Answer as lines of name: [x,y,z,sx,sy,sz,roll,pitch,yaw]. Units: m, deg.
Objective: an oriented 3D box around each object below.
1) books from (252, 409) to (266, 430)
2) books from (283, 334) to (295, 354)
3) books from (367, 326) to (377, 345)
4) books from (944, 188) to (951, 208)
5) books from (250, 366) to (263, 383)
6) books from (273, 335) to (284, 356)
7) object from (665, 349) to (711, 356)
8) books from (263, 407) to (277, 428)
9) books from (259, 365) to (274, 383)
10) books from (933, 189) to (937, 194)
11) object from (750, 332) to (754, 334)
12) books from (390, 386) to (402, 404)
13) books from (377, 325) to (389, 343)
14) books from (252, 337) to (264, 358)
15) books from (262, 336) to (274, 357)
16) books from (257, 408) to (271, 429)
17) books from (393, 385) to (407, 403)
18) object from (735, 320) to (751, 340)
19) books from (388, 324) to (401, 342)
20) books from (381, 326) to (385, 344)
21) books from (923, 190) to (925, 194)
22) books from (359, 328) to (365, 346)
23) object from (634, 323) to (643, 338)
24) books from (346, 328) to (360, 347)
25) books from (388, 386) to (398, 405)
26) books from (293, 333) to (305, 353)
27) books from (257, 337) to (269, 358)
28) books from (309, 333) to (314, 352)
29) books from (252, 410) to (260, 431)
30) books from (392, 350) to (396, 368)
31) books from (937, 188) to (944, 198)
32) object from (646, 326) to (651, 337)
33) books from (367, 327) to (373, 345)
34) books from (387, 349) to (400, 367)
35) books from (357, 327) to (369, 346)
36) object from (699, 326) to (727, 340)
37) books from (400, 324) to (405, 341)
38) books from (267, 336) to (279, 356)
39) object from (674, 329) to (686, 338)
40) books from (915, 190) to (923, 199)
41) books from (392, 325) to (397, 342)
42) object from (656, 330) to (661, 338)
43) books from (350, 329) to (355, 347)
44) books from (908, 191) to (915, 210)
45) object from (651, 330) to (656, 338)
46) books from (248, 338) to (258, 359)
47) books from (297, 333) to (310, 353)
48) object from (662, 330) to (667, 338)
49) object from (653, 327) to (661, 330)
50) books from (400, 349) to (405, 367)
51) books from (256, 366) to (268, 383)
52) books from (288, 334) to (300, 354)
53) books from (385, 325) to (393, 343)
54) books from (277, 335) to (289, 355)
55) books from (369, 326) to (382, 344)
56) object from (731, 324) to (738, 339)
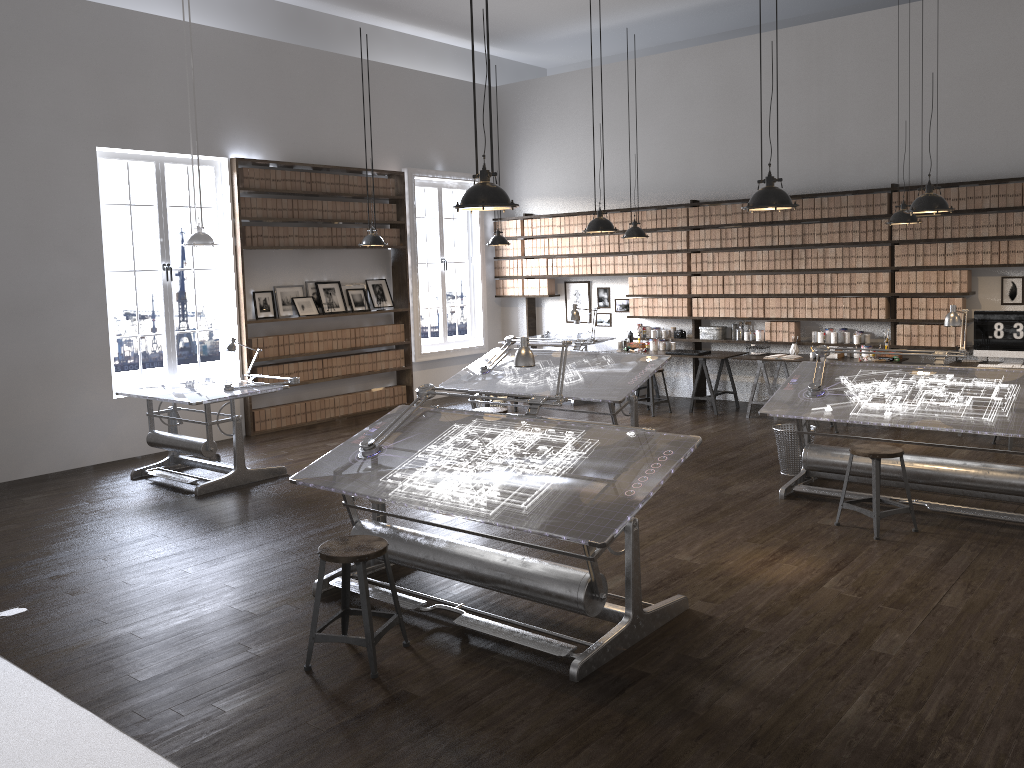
books: [-2.836,0.398,9.899,0.175,0.225,0.067,3,7,39]
books: [-2.580,-0.454,10.173,0.174,0.225,0.067,3,7,39]
books: [-1.782,-0.609,11.152,0.175,0.225,0.067,3,7,39]
books: [4.415,-1.857,8.927,0.067,0.224,0.175,2,7,39]
books: [-2.853,-0.079,9.850,0.175,0.225,0.067,3,7,39]
books: [-2.671,-0.436,10.060,0.175,0.225,0.067,3,7,39]
object: [2.064,-0.368,10.378,0.446,0.033,0.313,4,10,39]
books: [-2.744,0.381,10.007,0.175,0.224,0.067,3,7,39]
books: [-2.764,-0.097,9.963,0.174,0.225,0.067,3,7,39]
books: [4.312,-1.865,9.013,0.067,0.225,0.175,2,7,39]
object: [2.835,-0.565,10.432,0.062,0.093,0.063,-2,6,1]
books: [-1.513,0.142,11.512,0.175,0.224,0.067,3,7,39]
books: [-1.655,-0.633,11.302,0.175,0.224,0.067,3,7,39]
books: [-2.844,-0.402,9.848,0.175,0.225,0.067,3,7,39]
books: [-2.762,-0.419,9.955,0.175,0.224,0.067,3,7,39]
books: [-2.789,0.390,9.950,0.175,0.225,0.067,3,7,39]
books: [-1.463,0.133,11.569,0.175,0.224,0.067,3,7,39]
object: [2.729,-0.658,10.488,0.181,0.271,0.157,1,6,24]
books: [-1.527,-0.658,11.464,0.174,0.225,0.067,3,7,39]
books: [-1.696,-0.625,11.255,0.175,0.224,0.067,3,7,39]
books: [4.257,-1.869,9.058,0.067,0.225,0.175,2,7,39]
books: [-1.917,-0.583,10.988,0.175,0.225,0.067,3,7,39]
object: [1.617,-0.682,11.306,0.107,0.176,0.108,3,7,41]
books: [-1.960,-0.574,10.927,0.175,0.225,0.067,3,7,39]
books: [-1.556,0.151,11.451,0.175,0.225,0.067,3,7,39]
books: [-2.493,-0.471,10.285,0.175,0.225,0.067,3,7,39]
books: [-2.799,-0.411,9.903,0.175,0.225,0.067,3,7,39]
books: [-2.407,-0.488,10.388,0.175,0.224,0.067,3,7,39]
books: [-2.882,0.406,9.846,0.174,0.225,0.067,3,7,39]
books: [-1.577,-0.327,11.414,0.175,0.225,0.067,3,7,39]
books: [4.360,-1.860,8.966,0.067,0.225,0.175,2,7,39]
object: [1.745,-0.668,11.299,0.070,0.130,0.070,-3,5,-12]
books: [-1.826,-0.600,11.097,0.174,0.225,0.067,3,7,39]
books: [-1.532,-0.336,11.469,0.174,0.225,0.067,3,7,39]
books: [-1.868,-0.591,11.040,0.174,0.225,0.067,3,7,39]
object: [2.434,-0.620,10.723,0.317,0.152,0.193,4,9,39]
books: [-1.481,-0.666,11.509,0.175,0.225,0.067,3,7,39]
books: [-2.722,-0.427,10.007,0.175,0.224,0.067,3,7,39]
object: [2.071,-0.620,10.972,0.171,0.108,0.091,4,8,39]
books: [4.200,-1.872,9.100,0.067,0.225,0.175,2,7,39]
books: [-1.570,-0.650,11.409,0.175,0.225,0.067,3,7,39]
object: [1.848,-0.627,11.144,0.062,0.093,0.063,1,6,25]
books: [-2.011,-0.565,10.874,0.175,0.224,0.067,3,7,39]
books: [4.148,-1.877,9.148,0.067,0.225,0.175,2,7,39]
object: [1.785,-0.630,11.176,0.062,0.094,0.062,1,6,25]
books: [-2.893,-0.393,9.794,0.174,0.225,0.067,3,7,39]
books: [-2.446,-0.479,10.333,0.175,0.225,0.067,3,7,39]
object: [1.910,-0.626,11.121,0.062,0.094,0.062,1,6,25]
object: [1.844,-0.657,11.269,0.094,0.127,0.095,-4,6,-20]
books: [-1.484,-0.344,11.521,0.174,0.225,0.067,3,7,39]
books: [-2.808,-0.087,9.905,0.175,0.225,0.067,3,7,39]
books: [-2.538,-0.463,10.231,0.174,0.225,0.067,3,7,39]
books: [-1.611,-0.641,11.352,0.175,0.225,0.067,3,7,39]
books: [-2.628,-0.445,10.122,0.175,0.225,0.067,3,7,39]
books: [-1.734,-0.617,11.200,0.175,0.225,0.067,3,7,39]
object: [2.670,-0.628,10.641,0.079,0.187,0.079,0,5,18]
